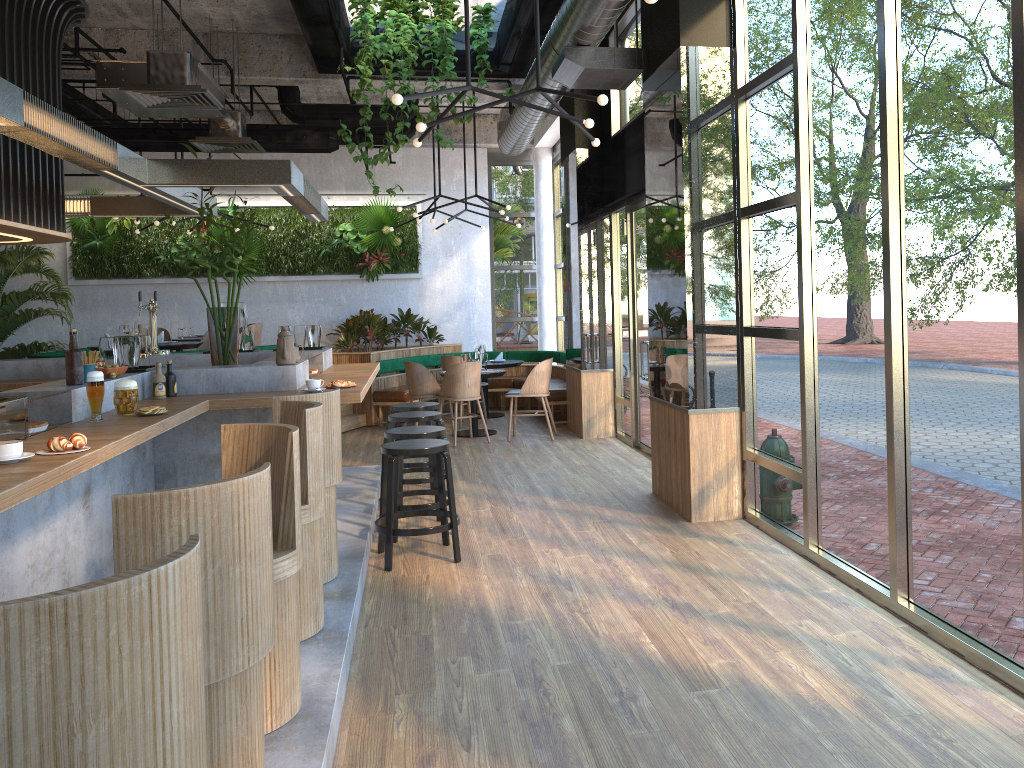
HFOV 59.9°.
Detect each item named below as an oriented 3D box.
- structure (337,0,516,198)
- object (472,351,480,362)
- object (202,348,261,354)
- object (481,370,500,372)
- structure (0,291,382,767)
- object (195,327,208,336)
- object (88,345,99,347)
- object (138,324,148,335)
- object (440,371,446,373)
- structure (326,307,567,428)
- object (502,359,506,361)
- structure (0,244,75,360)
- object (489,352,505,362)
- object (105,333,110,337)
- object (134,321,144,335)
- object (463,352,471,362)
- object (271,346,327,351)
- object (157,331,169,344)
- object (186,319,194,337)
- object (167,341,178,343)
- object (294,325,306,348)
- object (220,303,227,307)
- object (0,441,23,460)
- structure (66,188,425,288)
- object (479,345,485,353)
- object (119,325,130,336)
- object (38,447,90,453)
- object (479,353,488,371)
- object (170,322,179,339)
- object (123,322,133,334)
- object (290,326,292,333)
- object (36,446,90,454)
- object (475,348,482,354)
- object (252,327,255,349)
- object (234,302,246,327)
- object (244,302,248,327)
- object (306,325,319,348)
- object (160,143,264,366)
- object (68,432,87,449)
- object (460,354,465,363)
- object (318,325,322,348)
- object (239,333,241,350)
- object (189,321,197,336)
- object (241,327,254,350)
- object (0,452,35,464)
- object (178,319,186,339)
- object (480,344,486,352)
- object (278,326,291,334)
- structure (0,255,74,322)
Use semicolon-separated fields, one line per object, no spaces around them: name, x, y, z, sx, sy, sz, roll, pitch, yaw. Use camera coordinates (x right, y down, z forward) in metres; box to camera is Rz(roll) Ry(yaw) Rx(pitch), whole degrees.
structure;-1.208;-2.989;8.516;1.548;2.340;3.103;-1;3;28
object;-0.433;-0.266;10.571;0.097;0.244;0.088;-3;2;-41
object;-2.365;-0.277;7.489;0.445;0.018;0.269;-2;5;-10
object;-0.267;-0.157;10.557;0.244;0.019;0.165;2;6;36
structure;-3.714;0.418;3.924;5.949;1.724;7.032;-2;5;-8
object;-4.227;-0.720;12.174;0.242;0.138;0.224;-3;4;-25
object;-4.201;-0.398;9.140;0.260;0.019;0.155;-2;5;-10
object;-4.017;-0.544;9.665;0.101;0.209;0.109;-1;2;26
object;-0.733;-0.151;10.642;0.265;0.019;0.152;-4;5;-24
structure;-1.222;0.477;3.533;6.134;1.543;19.854;-2;5;-7
object;-0.219;-0.340;12.631;0.260;0.019;0.155;-2;5;-10
structure;-6.588;-1.028;11.557;1.942;3.248;1.589;-2;2;-11
object;-0.204;-0.373;12.376;0.242;0.138;0.224;-3;4;-25
object;-4.228;-0.471;9.358;0.239;0.138;0.227;-3;4;-15
object;-3.992;-0.549;9.501;0.097;0.244;0.088;-3;1;-37
object;-0.532;-0.260;10.527;0.095;0.244;0.090;-2;1;-15
object;-1.817;-0.301;7.598;0.445;0.018;0.269;-2;5;-10
object;-3.783;-0.491;9.442;0.228;0.138;0.238;-1;4;14
object;-4.435;-0.778;12.233;0.096;0.244;0.089;-2;1;-26
object;-3.799;-0.458;9.697;0.260;0.019;0.155;-2;5;-10
object;-1.818;-0.399;7.624;0.104;0.209;0.106;-1;2;6
object;-2.406;-0.576;7.429;0.109;0.209;0.102;-2;2;-24
object;-1.712;0.225;2.967;0.138;0.064;0.107;-4;5;-29
structure;-3.816;-2.123;12.907;5.156;1.489;0.797;-3;2;-13
object;-0.416;-0.408;12.172;0.096;0.244;0.089;-2;1;-26
object;-4.334;-0.455;7.087;0.104;0.500;4.214;-1;5;10
object;-1.604;0.236;3.182;0.117;0.005;0.125;1;6;31
object;-0.344;-0.263;10.716;0.101;0.209;0.110;-1;2;31
object;-4.509;-0.537;8.072;0.105;0.500;6.129;-2;5;6
object;-3.996;-0.526;9.239;0.090;0.244;0.095;-1;1;19
object;-1.951;-0.397;7.650;0.108;0.209;0.103;-2;2;-14
object;-1.604;0.239;3.177;0.166;0.005;0.168;-1;5;3
object;-0.453;-0.376;12.023;0.101;0.209;0.109;-1;2;26
object;-2.248;-0.383;7.563;0.108;0.209;0.103;-2;2;-14
object;-2.291;-0.582;7.462;0.109;0.209;0.102;-2;2;-24
object;-2.305;-0.590;7.550;0.109;0.209;0.102;-2;2;-24
object;-1.703;-0.399;7.588;0.104;0.209;0.106;-1;2;6
object;-1.899;-0.751;5.742;0.679;1.545;0.581;-2;1;-4
object;-1.569;0.207;3.195;0.062;0.059;0.072;-3;3;-18
object;-0.564;-0.250;10.637;0.107;0.209;0.104;-2;2;-9
object;-1.703;-0.408;7.696;0.104;0.209;0.106;-1;2;6
object;-2.359;-0.379;7.551;0.109;0.209;0.102;-2;2;-24
object;-4.682;-0.589;8.720;0.105;0.500;7.500;-2;5;4
object;-2.223;-0.375;7.456;0.108;0.209;0.103;-2;2;-14
object;-1.690;0.253;2.970;0.164;0.020;0.158;-3;5;-12
object;-4.165;-0.695;11.207;0.096;0.244;0.089;-2;1;-26
object;-0.412;-0.431;12.435;0.096;0.244;0.089;-2;1;-26
object;-1.931;-0.388;7.539;0.108;0.209;0.103;-2;2;-14
structure;-6.724;-1.090;11.136;1.445;3.352;2.041;-1;2;7
